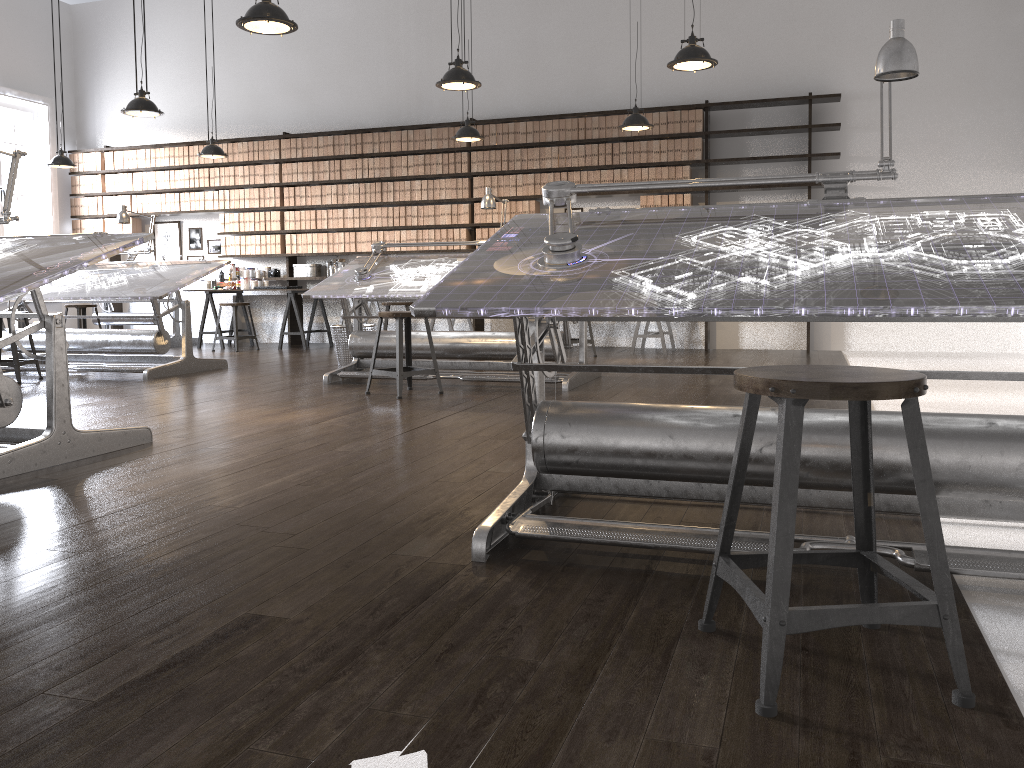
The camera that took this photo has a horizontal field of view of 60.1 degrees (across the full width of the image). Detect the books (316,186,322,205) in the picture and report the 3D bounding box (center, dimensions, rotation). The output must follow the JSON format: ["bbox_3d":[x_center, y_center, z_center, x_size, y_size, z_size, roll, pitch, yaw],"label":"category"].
[{"bbox_3d":[-2.181,-2.163,10.203,0.067,0.225,0.175,1,5,18],"label":"books"}]

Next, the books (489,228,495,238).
[{"bbox_3d":[-0.188,-1.569,9.581,0.067,0.225,0.175,1,5,18],"label":"books"}]

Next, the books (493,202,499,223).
[{"bbox_3d":[-0.148,-1.841,9.547,0.067,0.225,0.175,1,5,18],"label":"books"}]

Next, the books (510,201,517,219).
[{"bbox_3d":[0.039,-1.836,9.487,0.067,0.225,0.175,1,5,18],"label":"books"}]

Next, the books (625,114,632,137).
[{"bbox_3d":[1.204,-2.625,9.045,0.067,0.225,0.175,1,5,18],"label":"books"}]

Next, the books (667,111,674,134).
[{"bbox_3d":[1.608,-2.614,8.907,0.067,0.225,0.175,1,5,18],"label":"books"}]

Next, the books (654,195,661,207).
[{"bbox_3d":[1.493,-1.798,9.000,0.067,0.225,0.175,1,5,18],"label":"books"}]

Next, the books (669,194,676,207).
[{"bbox_3d":[1.631,-1.795,8.953,0.067,0.225,0.175,1,5,18],"label":"books"}]

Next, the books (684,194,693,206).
[{"bbox_3d":[1.775,-1.791,8.908,0.067,0.225,0.175,1,5,18],"label":"books"}]

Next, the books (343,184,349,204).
[{"bbox_3d":[-1.854,-2.155,10.101,0.067,0.225,0.175,1,5,18],"label":"books"}]

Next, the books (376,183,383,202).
[{"bbox_3d":[-1.460,-2.144,9.964,0.067,0.225,0.175,1,5,18],"label":"books"}]

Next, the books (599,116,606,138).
[{"bbox_3d":[0.950,-2.632,9.133,0.067,0.225,0.175,1,5,18],"label":"books"}]

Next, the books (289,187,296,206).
[{"bbox_3d":[-2.518,-2.172,10.316,0.067,0.225,0.175,1,5,18],"label":"books"}]

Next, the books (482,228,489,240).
[{"bbox_3d":[-0.261,-1.570,9.600,0.067,0.225,0.175,1,5,18],"label":"books"}]

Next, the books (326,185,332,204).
[{"bbox_3d":[-2.057,-2.160,10.165,0.067,0.225,0.175,1,5,18],"label":"books"}]

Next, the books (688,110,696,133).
[{"bbox_3d":[1.807,-2.610,8.849,0.067,0.225,0.175,1,5,18],"label":"books"}]

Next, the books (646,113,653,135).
[{"bbox_3d":[1.407,-2.620,8.982,0.067,0.225,0.175,1,5,18],"label":"books"}]

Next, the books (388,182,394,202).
[{"bbox_3d":[-1.321,-2.141,9.919,0.067,0.225,0.175,1,5,18],"label":"books"}]

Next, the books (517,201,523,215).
[{"bbox_3d":[0.107,-1.835,9.465,0.067,0.225,0.175,1,5,18],"label":"books"}]

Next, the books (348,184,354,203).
[{"bbox_3d":[-1.789,-2.153,10.076,0.067,0.225,0.175,1,5,18],"label":"books"}]

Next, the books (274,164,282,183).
[{"bbox_3d":[-2.701,-2.450,10.360,0.067,0.225,0.175,1,5,18],"label":"books"}]

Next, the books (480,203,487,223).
[{"bbox_3d":[-0.283,-1.845,9.594,0.067,0.225,0.175,1,5,18],"label":"books"}]

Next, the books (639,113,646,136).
[{"bbox_3d":[1.340,-2.622,9.002,0.067,0.225,0.175,1,5,18],"label":"books"}]

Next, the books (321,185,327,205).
[{"bbox_3d":[-2.116,-2.162,10.186,0.067,0.225,0.175,1,5,18],"label":"books"}]

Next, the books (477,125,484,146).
[{"bbox_3d":[-0.315,-2.664,9.548,0.067,0.225,0.175,1,5,18],"label":"books"}]

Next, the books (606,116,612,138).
[{"bbox_3d":[1.018,-2.630,9.110,0.067,0.225,0.175,1,5,18],"label":"books"}]

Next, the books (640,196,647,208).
[{"bbox_3d":[1.360,-1.802,9.048,0.067,0.225,0.175,1,5,18],"label":"books"}]

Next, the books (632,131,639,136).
[{"bbox_3d":[1.272,-2.623,9.021,0.067,0.225,0.175,1,5,18],"label":"books"}]

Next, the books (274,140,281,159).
[{"bbox_3d":[-2.698,-2.725,10.340,0.067,0.225,0.175,1,5,18],"label":"books"}]

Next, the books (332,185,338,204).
[{"bbox_3d":[-1.989,-2.158,10.140,0.067,0.225,0.175,1,5,18],"label":"books"}]

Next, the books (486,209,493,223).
[{"bbox_3d":[-0.218,-1.843,9.568,0.067,0.225,0.175,1,5,18],"label":"books"}]

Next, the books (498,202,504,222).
[{"bbox_3d":[-0.088,-1.840,9.529,0.067,0.225,0.175,1,5,18],"label":"books"}]

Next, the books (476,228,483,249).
[{"bbox_3d":[-0.330,-1.572,9.628,0.067,0.225,0.175,1,5,18],"label":"books"}]

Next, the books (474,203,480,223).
[{"bbox_3d":[-0.349,-1.847,9.618,0.067,0.225,0.175,1,5,18],"label":"books"}]

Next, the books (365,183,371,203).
[{"bbox_3d":[-1.592,-2.148,10.011,0.067,0.225,0.175,1,5,18],"label":"books"}]

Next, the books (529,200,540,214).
[{"bbox_3d":[0.242,-1.831,9.421,0.067,0.225,0.175,1,5,18],"label":"books"}]

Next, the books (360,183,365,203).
[{"bbox_3d":[-1.653,-2.149,10.027,0.067,0.225,0.175,1,5,18],"label":"books"}]

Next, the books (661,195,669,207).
[{"bbox_3d":[1.562,-1.797,8.982,0.067,0.225,0.175,1,5,18],"label":"books"}]

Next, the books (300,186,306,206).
[{"bbox_3d":[-2.379,-2.168,10.271,0.067,0.225,0.175,1,5,18],"label":"books"}]

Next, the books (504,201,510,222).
[{"bbox_3d":[-0.026,-1.837,9.503,0.067,0.225,0.175,1,5,18],"label":"books"}]

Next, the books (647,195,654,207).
[{"bbox_3d":[1.427,-1.801,9.026,0.067,0.225,0.175,1,5,18],"label":"books"}]

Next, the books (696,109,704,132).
[{"bbox_3d":[1.872,-2.608,8.823,0.067,0.225,0.175,1,5,18],"label":"books"}]

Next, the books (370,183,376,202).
[{"bbox_3d":[-1.529,-2.147,9.993,0.067,0.225,0.175,1,5,18],"label":"books"}]

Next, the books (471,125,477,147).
[{"bbox_3d":[-0.384,-2.666,9.577,0.067,0.225,0.175,1,5,18],"label":"books"}]

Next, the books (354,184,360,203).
[{"bbox_3d":[-1.722,-2.151,10.050,0.067,0.225,0.175,1,5,18],"label":"books"}]

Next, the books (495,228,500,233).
[{"bbox_3d":[-0.122,-1.567,9.554,0.067,0.225,0.175,1,5,18],"label":"books"}]

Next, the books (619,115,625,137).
[{"bbox_3d":[1.145,-2.627,9.067,0.067,0.225,0.175,1,5,18],"label":"books"}]

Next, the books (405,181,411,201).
[{"bbox_3d":[-1.123,-2.135,9.851,0.067,0.225,0.175,1,5,18],"label":"books"}]

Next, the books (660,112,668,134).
[{"bbox_3d":[1.539,-2.616,8.930,0.067,0.225,0.175,1,5,18],"label":"books"}]

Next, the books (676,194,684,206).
[{"bbox_3d":[1.703,-1.793,8.935,0.067,0.225,0.175,1,5,18],"label":"books"}]

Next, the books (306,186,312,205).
[{"bbox_3d":[-2.311,-2.167,10.252,0.067,0.225,0.175,1,5,18],"label":"books"}]

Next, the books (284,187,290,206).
[{"bbox_3d":[-2.586,-2.174,10.345,0.067,0.225,0.175,1,5,18],"label":"books"}]

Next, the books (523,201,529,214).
[{"bbox_3d":[0.173,-1.832,9.439,0.067,0.225,0.175,1,5,18],"label":"books"}]

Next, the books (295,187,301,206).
[{"bbox_3d":[-2.445,-2.170,10.297,0.067,0.225,0.175,1,5,18],"label":"books"}]

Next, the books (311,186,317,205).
[{"bbox_3d":[-2.243,-2.165,10.230,0.067,0.225,0.175,1,5,18],"label":"books"}]

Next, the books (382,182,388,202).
[{"bbox_3d":[-1.387,-2.143,9.946,0.067,0.225,0.175,1,5,18],"label":"books"}]

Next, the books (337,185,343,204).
[{"bbox_3d":[-1.921,-2.157,10.122,0.067,0.225,0.175,1,5,18],"label":"books"}]
